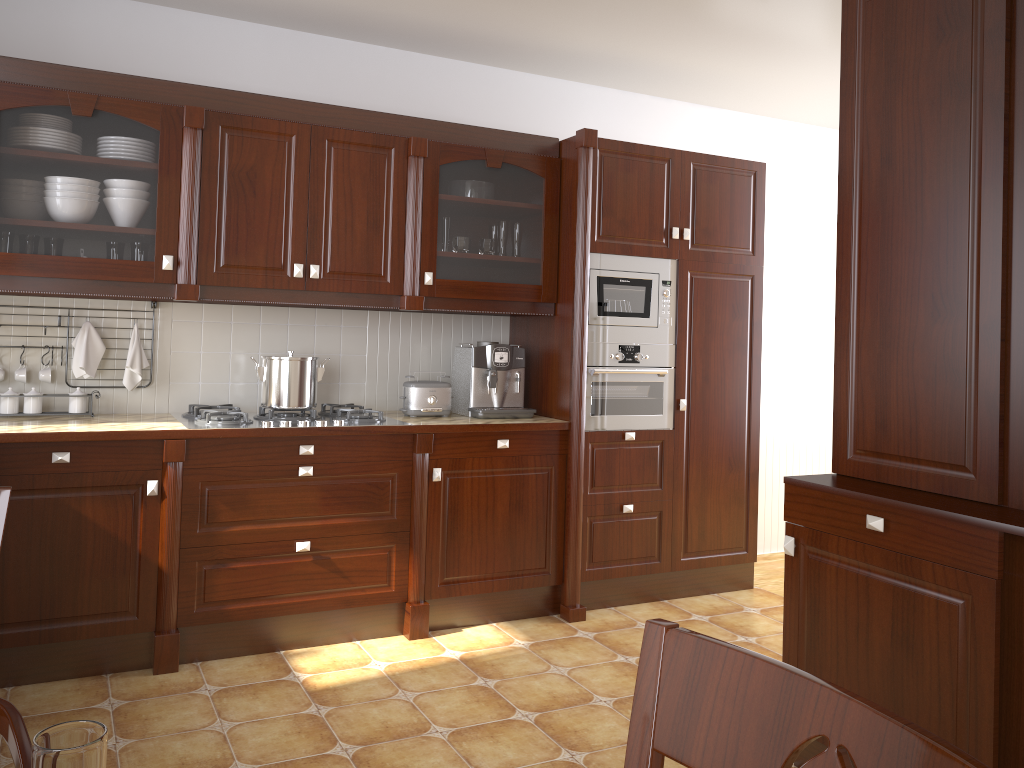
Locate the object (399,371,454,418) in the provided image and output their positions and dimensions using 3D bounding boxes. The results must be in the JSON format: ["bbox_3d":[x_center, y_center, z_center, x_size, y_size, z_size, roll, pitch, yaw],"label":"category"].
[{"bbox_3d":[-0.357,0.043,3.732,0.243,0.189,0.141,1,0,-26],"label":"object"}]

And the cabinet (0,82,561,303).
[{"bbox_3d":[-0.736,-0.648,2.614,2.778,0.780,1.370,0,2,-27],"label":"cabinet"}]

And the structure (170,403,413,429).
[{"bbox_3d":[-0.868,0.118,3.445,0.815,0.046,0.591,0,3,-27],"label":"structure"}]

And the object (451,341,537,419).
[{"bbox_3d":[-0.081,-0.022,3.862,0.274,0.322,0.323,2,1,-27],"label":"object"}]

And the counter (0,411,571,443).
[{"bbox_3d":[-0.853,0.189,2.772,2.780,0.032,1.827,0,3,-27],"label":"counter"}]

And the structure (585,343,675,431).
[{"bbox_3d":[0.510,0.012,3.855,0.494,0.376,0.041,1,-1,-27],"label":"structure"}]

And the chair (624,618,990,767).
[{"bbox_3d":[0.004,0.571,0.458,0.459,0.747,0.404,2,0,-27],"label":"chair"}]

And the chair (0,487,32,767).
[{"bbox_3d":[-0.729,0.523,0.918,0.404,0.747,0.459,2,0,-30],"label":"chair"}]

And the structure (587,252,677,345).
[{"bbox_3d":[0.450,-0.379,4.005,0.494,0.386,0.317,1,1,-27],"label":"structure"}]
